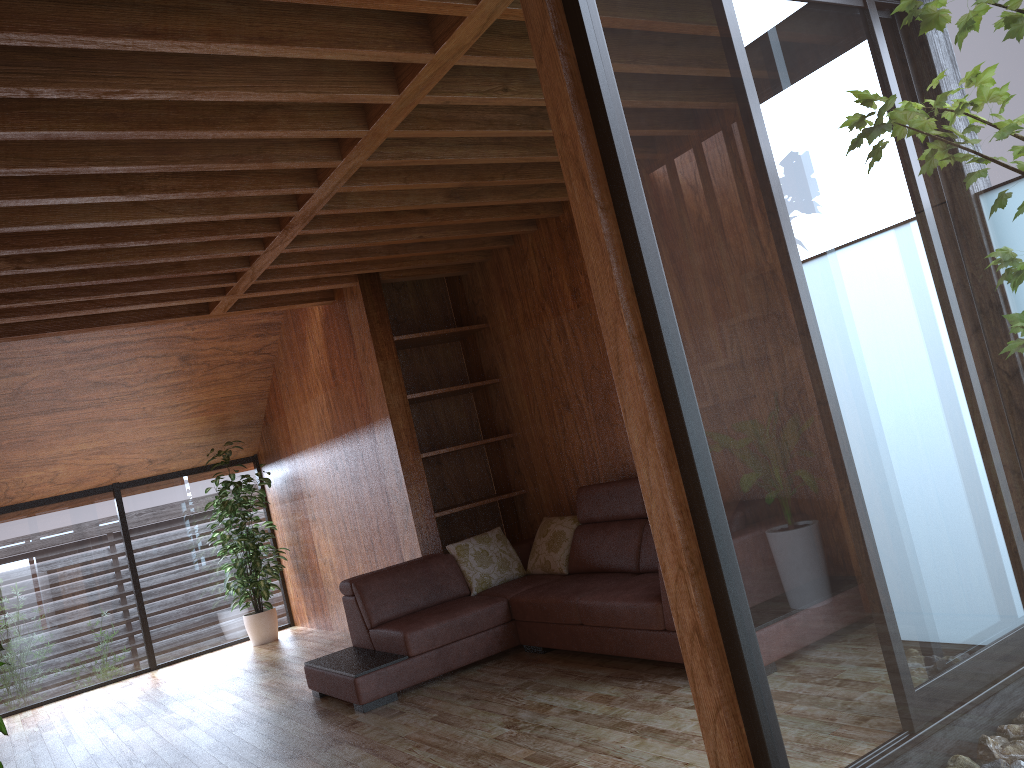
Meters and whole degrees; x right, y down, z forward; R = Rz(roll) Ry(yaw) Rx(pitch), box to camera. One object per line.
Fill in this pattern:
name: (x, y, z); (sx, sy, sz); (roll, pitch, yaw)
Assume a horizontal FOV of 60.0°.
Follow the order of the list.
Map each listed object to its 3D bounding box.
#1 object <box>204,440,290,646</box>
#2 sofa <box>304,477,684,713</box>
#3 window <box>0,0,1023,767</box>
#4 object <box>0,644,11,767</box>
object: (-2.200, 1.298, 7.342); (0.641, 1.689, 0.675); (-12, -4, -25)
sofa: (0.133, 0.978, 4.301); (1.711, 0.759, 2.489); (-11, -5, -33)
window: (0.084, -1.053, 1.605); (4.132, 5.128, 13.879); (-11, -5, -33)
object: (-1.643, 1.117, 2.380); (0.679, 1.030, 0.628); (-10, -5, -43)
